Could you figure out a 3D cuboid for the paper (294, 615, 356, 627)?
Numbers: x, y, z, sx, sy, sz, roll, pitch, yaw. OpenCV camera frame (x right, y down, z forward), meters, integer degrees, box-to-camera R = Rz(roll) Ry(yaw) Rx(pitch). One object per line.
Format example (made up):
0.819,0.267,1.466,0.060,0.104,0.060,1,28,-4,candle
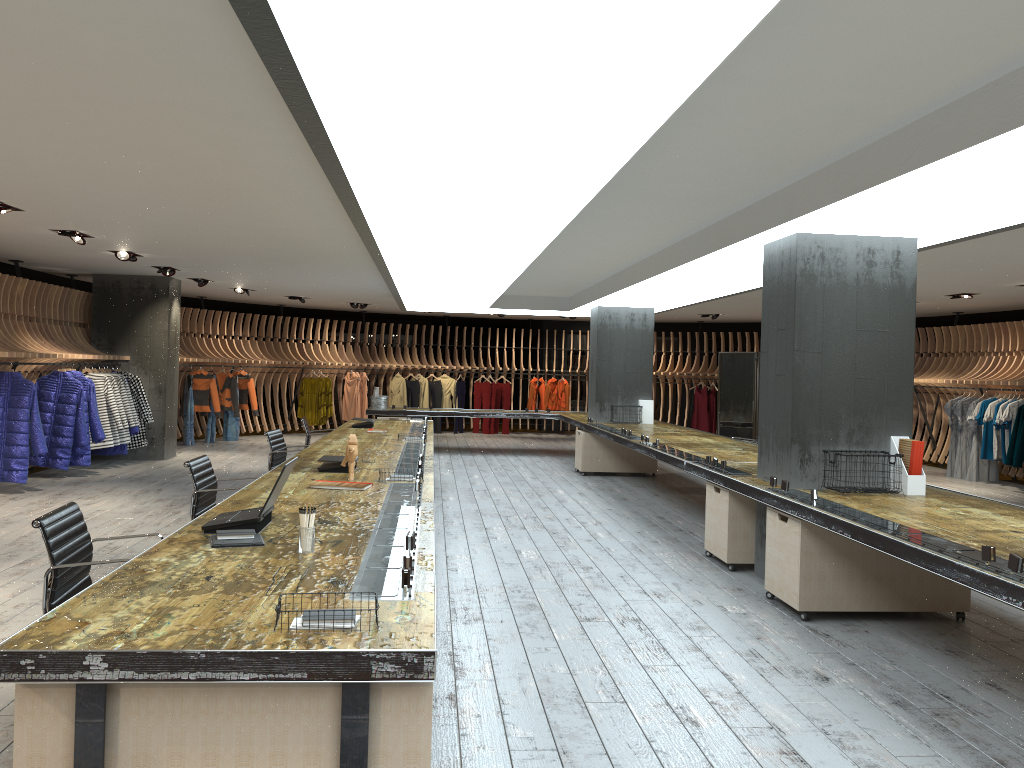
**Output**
-0.550,0.706,2.643,0.176,0.004,0.130,2,1,-3,paper

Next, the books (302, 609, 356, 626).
-0.544,0.693,2.640,0.155,0.025,0.110,1,1,-10,books

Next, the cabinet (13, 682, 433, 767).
-0.821,1.136,2.747,1.131,0.630,0.593,2,0,-5,cabinet

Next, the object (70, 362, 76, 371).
-5.690,-0.145,11.472,0.525,0.270,0.012,2,0,-5,object

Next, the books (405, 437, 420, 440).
-1.032,0.571,9.216,0.155,0.025,0.110,1,1,-10,books

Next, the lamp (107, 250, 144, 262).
-4.624,-1.605,10.631,0.269,0.286,0.493,2,1,-5,lamp

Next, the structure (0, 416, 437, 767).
-1.259,0.938,7.560,1.162,0.844,10.453,2,1,-5,structure

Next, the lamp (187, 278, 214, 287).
-4.850,-1.660,13.810,0.269,0.292,0.493,2,1,1,lamp

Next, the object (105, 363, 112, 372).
-5.841,-0.172,12.804,0.525,0.270,0.012,2,0,-5,object

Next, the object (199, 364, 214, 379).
-5.678,-0.221,16.180,0.525,0.270,0.012,2,0,10,object

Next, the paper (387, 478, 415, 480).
-0.753,0.643,6.012,0.176,0.004,0.130,2,1,1,paper

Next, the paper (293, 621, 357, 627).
-0.550,0.705,2.643,0.176,0.004,0.130,2,1,0,paper

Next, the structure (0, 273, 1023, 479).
1.630,0.222,3.516,14.881,2.440,36.559,2,1,-5,structure

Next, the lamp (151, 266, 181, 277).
-4.767,-1.632,12.219,0.269,0.292,0.493,2,1,-5,lamp

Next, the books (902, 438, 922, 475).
2.761,0.571,6.163,0.048,0.368,0.215,2,0,-5,books

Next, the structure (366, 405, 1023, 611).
0.589,0.992,7.511,4.835,0.844,18.478,2,1,-5,structure

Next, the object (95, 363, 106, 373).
-5.750,-0.143,12.432,0.518,0.313,0.012,2,0,-5,object

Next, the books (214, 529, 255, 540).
-1.202,0.646,3.813,0.186,0.027,0.112,1,1,-20,books

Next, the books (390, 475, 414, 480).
-0.747,0.631,6.010,0.155,0.025,0.110,1,1,-10,books

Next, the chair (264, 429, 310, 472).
-2.083,0.889,8.667,0.667,0.859,0.693,2,0,-9,chair

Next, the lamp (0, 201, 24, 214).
-4.339,-1.541,7.454,0.269,0.292,0.493,2,1,-5,lamp

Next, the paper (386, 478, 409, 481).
-0.766,0.647,6.007,0.176,0.003,0.130,2,1,-7,paper

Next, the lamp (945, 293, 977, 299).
6.463,-1.318,12.729,0.269,0.294,0.493,2,1,-5,lamp

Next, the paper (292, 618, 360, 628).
-0.550,0.707,2.643,0.176,0.004,0.130,2,1,4,paper

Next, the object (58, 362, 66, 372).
-5.679,-0.126,11.152,0.523,0.292,0.012,2,0,-5,object

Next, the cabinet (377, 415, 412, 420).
-2.115,0.883,15.932,0.593,0.630,1.132,2,1,-5,cabinet

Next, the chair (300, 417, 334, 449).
-2.291,0.847,10.868,0.667,0.859,0.693,2,0,-19,chair

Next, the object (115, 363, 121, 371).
-5.822,-0.149,13.154,0.518,0.313,0.012,2,0,-5,object

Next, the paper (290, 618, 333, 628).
-0.564,0.708,2.638,0.176,0.003,0.130,2,1,-7,paper

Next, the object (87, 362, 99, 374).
-5.726,-0.138,12.171,0.518,0.313,0.012,2,0,-5,object

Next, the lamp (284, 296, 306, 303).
-4.080,-1.688,16.857,0.269,0.293,0.492,2,1,27,lamp

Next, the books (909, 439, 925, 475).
2.782,0.571,6.165,0.048,0.368,0.215,2,0,-5,books

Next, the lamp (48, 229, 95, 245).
-4.482,-1.570,9.042,0.269,0.294,0.493,2,1,-5,lamp

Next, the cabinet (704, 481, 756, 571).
2.213,1.150,7.210,1.131,0.630,0.593,2,0,-5,cabinet

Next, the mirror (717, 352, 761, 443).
4.064,0.468,13.394,2.112,1.892,0.443,2,0,36,mirror

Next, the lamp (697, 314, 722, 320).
4.130,-1.478,18.424,0.493,0.294,0.269,2,1,40,lamp

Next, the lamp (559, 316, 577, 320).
1.244,-1.579,19.668,0.492,0.298,0.269,2,0,4,lamp

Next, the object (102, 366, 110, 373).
-5.766,-0.147,12.610,0.518,0.313,0.012,2,0,-5,object

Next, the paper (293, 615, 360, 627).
-0.550,0.704,2.643,0.176,0.004,0.130,2,1,1,paper

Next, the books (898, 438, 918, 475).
2.739,0.570,6.161,0.048,0.368,0.215,2,0,-5,books

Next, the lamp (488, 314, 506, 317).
-0.334,-1.624,19.578,0.492,0.296,0.269,1,0,-12,lamp

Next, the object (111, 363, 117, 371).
-5.801,-0.143,12.967,0.516,0.316,0.012,2,0,-5,object

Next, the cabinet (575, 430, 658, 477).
1.550,1.032,13.231,1.131,0.630,0.593,2,0,-5,cabinet

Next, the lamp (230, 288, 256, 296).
-4.671,-1.679,15.386,0.269,0.296,0.492,2,1,14,lamp

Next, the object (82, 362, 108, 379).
-5.705,-0.134,11.936,0.518,0.313,0.012,2,0,-5,object

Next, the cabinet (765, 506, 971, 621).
2.334,1.175,5.863,1.131,0.630,0.593,2,0,-5,cabinet

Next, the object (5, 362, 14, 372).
-5.537,-0.113,9.766,0.525,0.270,0.012,2,0,-5,object

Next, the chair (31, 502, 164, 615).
-1.709,0.978,3.869,0.667,0.859,0.693,2,0,-19,chair

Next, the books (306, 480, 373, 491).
-1.079,0.635,5.559,0.366,0.026,0.213,2,1,5,books

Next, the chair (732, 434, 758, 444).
3.034,0.988,11.537,0.667,0.859,0.693,2,0,-9,chair

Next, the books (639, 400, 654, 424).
2.068,0.432,13.628,0.215,0.368,0.073,2,0,-5,books

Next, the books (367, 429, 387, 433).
-1.568,0.543,10.350,0.213,0.026,0.366,2,1,-5,books

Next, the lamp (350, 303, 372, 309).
-3.123,-1.679,18.126,0.269,0.297,0.492,2,1,45,lamp

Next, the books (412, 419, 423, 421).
-1.341,0.507,12.581,0.155,0.025,0.110,1,1,-10,books

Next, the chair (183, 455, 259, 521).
-1.879,0.938,6.029,0.667,0.859,0.693,2,0,-14,chair

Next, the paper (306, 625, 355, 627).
-0.550,0.706,2.643,0.176,0.004,0.130,2,1,-1,paper

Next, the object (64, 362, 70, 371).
-5.658,-0.133,11.295,0.523,0.291,0.012,2,0,-5,object
